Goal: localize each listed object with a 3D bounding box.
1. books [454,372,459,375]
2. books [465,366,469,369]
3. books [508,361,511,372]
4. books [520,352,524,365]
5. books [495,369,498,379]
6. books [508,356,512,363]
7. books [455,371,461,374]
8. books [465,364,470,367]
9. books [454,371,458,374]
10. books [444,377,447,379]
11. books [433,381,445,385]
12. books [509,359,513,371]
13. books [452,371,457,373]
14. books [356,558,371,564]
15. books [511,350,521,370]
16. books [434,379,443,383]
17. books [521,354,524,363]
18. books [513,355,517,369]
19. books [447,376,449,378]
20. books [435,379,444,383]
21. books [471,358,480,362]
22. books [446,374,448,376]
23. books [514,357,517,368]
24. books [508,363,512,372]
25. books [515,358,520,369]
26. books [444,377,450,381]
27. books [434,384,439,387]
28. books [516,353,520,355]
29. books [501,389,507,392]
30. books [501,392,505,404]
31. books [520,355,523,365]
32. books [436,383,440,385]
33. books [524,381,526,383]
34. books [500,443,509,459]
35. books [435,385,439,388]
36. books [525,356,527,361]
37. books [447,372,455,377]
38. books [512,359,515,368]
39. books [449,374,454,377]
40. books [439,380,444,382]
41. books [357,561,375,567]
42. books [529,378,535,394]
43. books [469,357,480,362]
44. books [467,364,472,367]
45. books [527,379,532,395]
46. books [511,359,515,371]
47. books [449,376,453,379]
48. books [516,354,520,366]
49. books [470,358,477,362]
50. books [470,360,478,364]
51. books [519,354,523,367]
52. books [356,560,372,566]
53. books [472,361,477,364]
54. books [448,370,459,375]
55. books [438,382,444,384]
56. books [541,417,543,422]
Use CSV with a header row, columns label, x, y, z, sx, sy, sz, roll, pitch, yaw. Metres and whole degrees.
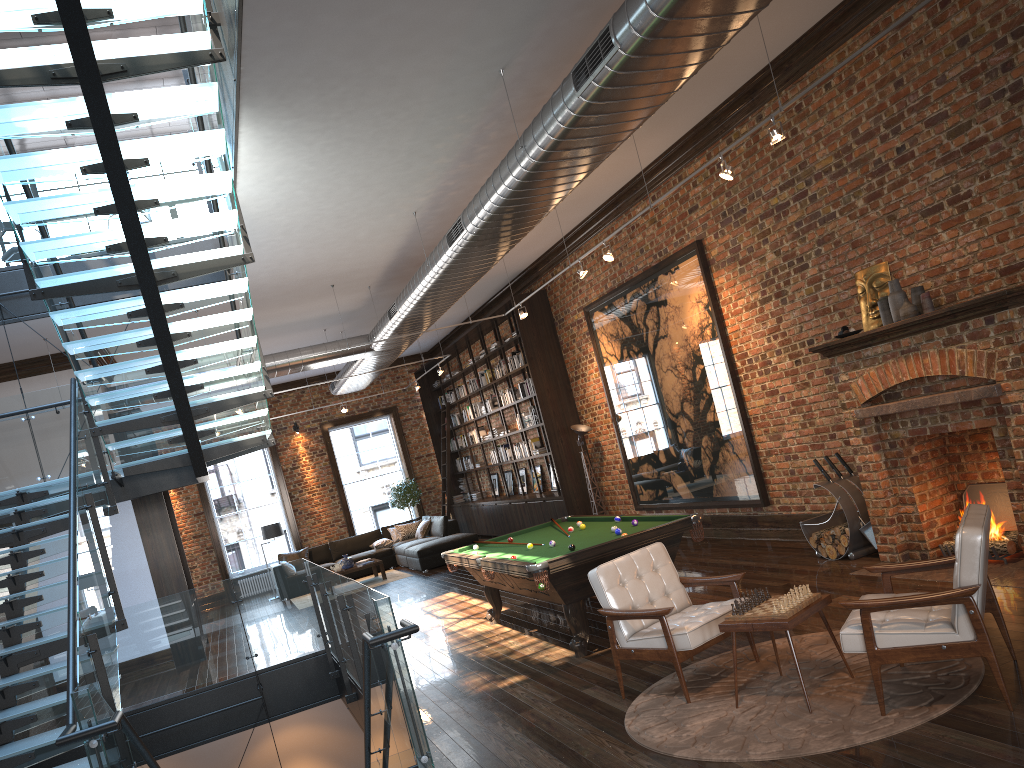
label,x,y,z,sx,sy,sz,roll,pitch,yaw
books,-1.091,-0.240,18.921,0.204,0.018,0.326,-13,-4,-22
books,-0.809,-0.367,18.076,0.190,0.015,0.377,-13,-4,-22
books,0.032,-0.311,15.803,0.171,0.219,0.027,-14,1,-18
books,0.252,-0.436,15.110,0.187,0.252,0.018,-14,1,-18
books,-0.214,-0.206,16.549,0.172,0.244,0.011,-14,1,-18
books,0.037,-0.354,15.775,0.149,0.294,0.032,-15,1,-19
books,-1.092,-0.256,18.922,0.208,0.014,0.293,-13,-4,-20
books,-0.820,-0.404,18.075,0.190,0.013,0.318,-13,-4,-23
books,-1.111,-0.261,18.916,0.230,0.006,0.291,-13,-4,-23
books,-1.388,-0.171,19.811,0.191,0.010,0.375,-13,-4,-17
books,-1.699,-0.022,20.702,0.228,0.015,0.315,-13,-4,-23
books,0.064,-0.341,15.675,0.183,0.242,0.030,-14,1,-19
books,-1.257,-0.246,19.442,0.155,0.022,0.329,-14,-4,-16
books,-2.751,3.284,16.430,0.206,0.028,0.261,-16,-4,13
books,0.105,-0.410,15.510,0.179,0.332,0.016,-15,1,-18
books,-1.697,-0.074,20.707,0.188,0.008,0.346,-14,-4,-15
books,0.260,-0.427,15.070,0.169,0.226,0.008,-14,1,-18
books,0.132,-0.384,15.464,0.167,0.262,0.016,-14,1,-18
books,-1.371,-0.158,19.815,0.171,0.022,0.297,-13,-4,-18
books,-1.686,-0.063,20.710,0.189,0.017,0.302,-13,-4,-21
books,-0.694,-0.482,17.702,0.186,0.011,0.383,-13,-4,-18
books,-1.387,-0.211,19.814,0.164,0.022,0.258,-14,-4,-15
books,0.143,-0.375,15.445,0.171,0.236,0.026,-14,1,-18
books,0.048,-0.302,15.727,0.188,0.182,0.025,-14,0,-18
books,0.158,-0.365,15.396,0.188,0.202,0.027,-14,0,-18
books,-1.396,-0.123,19.805,0.228,0.034,0.275,-14,-4,-15
books,-1.683,0.017,20.705,0.212,0.014,0.360,-13,-4,-23
books,0.179,-0.411,15.384,0.152,0.279,0.013,-15,1,-18
books,-0.087,0.251,16.542,0.151,0.307,0.017,-15,1,-18
books,-0.083,0.263,16.558,0.171,0.283,0.013,-14,1,-18
books,0.244,-0.416,15.131,0.181,0.221,0.010,-14,1,-18
books,-1.683,0.004,20.706,0.224,0.011,0.272,-13,-4,-20
books,0.323,0.068,15.340,0.158,0.285,0.014,-15,1,-18
books,-0.108,1.343,17.424,0.181,0.336,0.016,-15,1,-18
books,-1.673,0.046,20.706,0.215,0.014,0.337,-14,-4,-16
books,0.304,-0.438,14.961,0.168,0.210,0.033,-14,0,-19
books,-1.278,-0.221,19.434,0.215,0.018,0.379,-13,-4,-21
books,0.098,-0.375,15.581,0.149,0.278,0.055,-15,1,-19
books,-1.269,-0.201,19.435,0.204,0.024,0.250,-14,-4,-15
books,-1.665,-0.048,20.715,0.159,0.021,0.297,-13,-4,-18
books,-2.657,3.264,16.102,0.259,0.024,0.208,-11,-5,-41
books,0.411,0.014,14.751,0.188,0.263,0.030,-14,1,-18
books,-0.714,-0.502,17.697,0.198,0.017,0.305,-13,-4,-24
books,-0.808,-0.382,18.077,0.197,0.014,0.263,-13,-4,-19
books,0.371,0.034,15.105,0.179,0.295,0.025,-14,1,-18
books,0.082,-0.341,15.650,0.167,0.231,0.028,-14,1,-19
books,-1.254,-0.160,19.437,0.205,0.017,0.284,-13,-4,-18
books,0.185,-0.401,15.327,0.163,0.258,0.100,-14,0,-19
books,-0.702,-0.491,17.700,0.202,0.011,0.311,-13,-4,-19
books,-0.701,-0.451,17.698,0.217,0.016,0.370,-13,-4,-18
books,0.217,-0.404,15.206,0.168,0.232,0.147,-14,-1,-19
books,-2.749,3.311,16.437,0.206,0.024,0.261,-16,-4,15
books,-0.677,-0.440,17.705,0.155,0.017,0.323,-13,-4,-24
books,-1.275,-0.257,19.437,0.191,0.007,0.367,-13,-4,-17
books,-1.661,-0.015,20.714,0.162,0.016,0.333,-13,-4,-21
books,0.569,0.552,14.969,0.165,0.179,0.034,-14,0,-19
